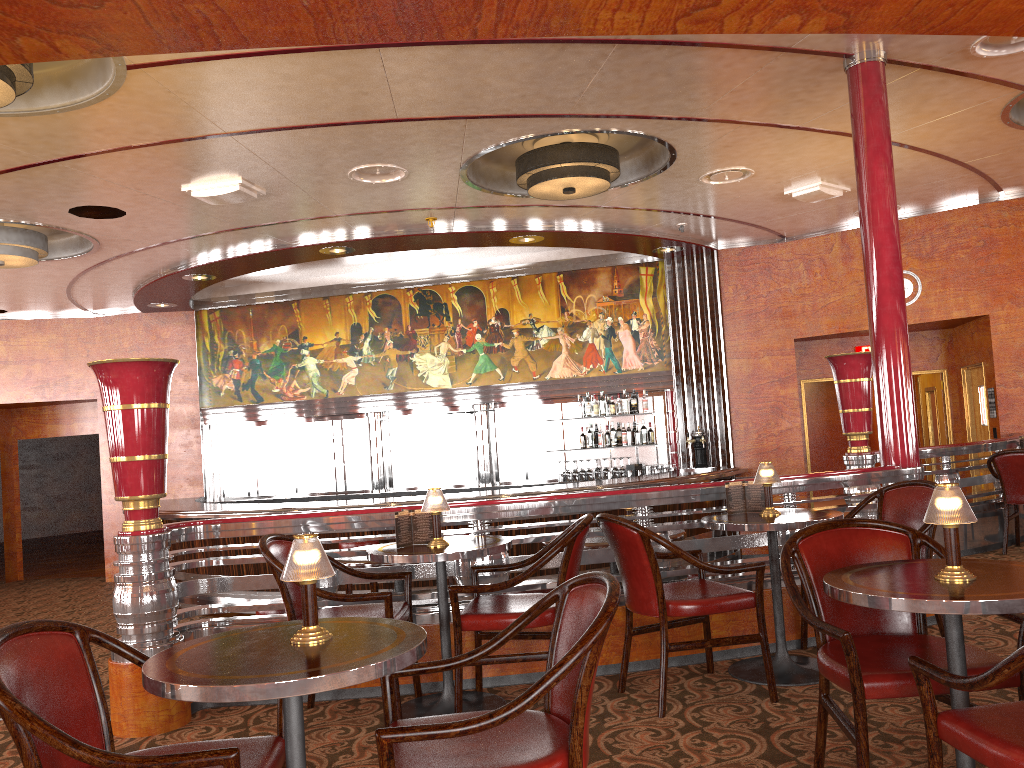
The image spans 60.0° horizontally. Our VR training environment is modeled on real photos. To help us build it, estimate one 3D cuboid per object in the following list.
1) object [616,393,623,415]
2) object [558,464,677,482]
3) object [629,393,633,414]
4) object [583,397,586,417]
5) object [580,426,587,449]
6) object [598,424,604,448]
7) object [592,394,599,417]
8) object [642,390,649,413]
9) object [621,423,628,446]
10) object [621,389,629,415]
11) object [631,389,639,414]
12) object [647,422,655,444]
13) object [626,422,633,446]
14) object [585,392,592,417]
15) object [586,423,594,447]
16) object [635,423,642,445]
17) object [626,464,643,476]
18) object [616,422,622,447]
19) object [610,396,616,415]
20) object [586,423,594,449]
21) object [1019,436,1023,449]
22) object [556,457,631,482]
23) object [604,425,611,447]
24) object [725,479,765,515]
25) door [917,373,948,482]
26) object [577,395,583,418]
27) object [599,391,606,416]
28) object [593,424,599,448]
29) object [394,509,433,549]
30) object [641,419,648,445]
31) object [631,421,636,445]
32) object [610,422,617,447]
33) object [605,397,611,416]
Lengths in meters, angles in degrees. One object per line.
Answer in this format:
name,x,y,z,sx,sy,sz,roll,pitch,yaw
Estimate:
object,1.305,0.242,10.778,0.080,0.272,0.080,-3,-3,-20
object,1.284,1.069,10.711,1.425,0.134,0.403,-5,-3,18
object,1.470,0.240,10.790,0.090,0.256,0.090,-5,-3,18
object,0.914,0.282,10.870,0.090,0.256,0.090,-6,-3,33
object,0.867,0.656,10.850,0.080,0.272,0.080,-5,-3,15
object,1.074,0.630,10.741,0.067,0.282,0.067,-3,-3,-22
object,1.009,0.260,10.742,0.080,0.272,0.080,-4,-3,5
object,1.592,0.208,10.614,0.067,0.282,0.067,-5,-3,24
object,1.343,0.605,10.627,0.067,0.282,0.067,-3,-3,-13
object,1.357,0.215,10.661,0.078,0.305,0.078,-4,-3,-7
object,1.468,0.211,10.621,0.090,0.293,0.090,-1,-4,-44
object,1.679,0.594,10.732,0.080,0.272,0.080,-4,-3,10
object,1.410,0.604,10.683,0.067,0.282,0.067,-3,-3,-27
object,0.924,0.250,10.760,0.078,0.305,0.078,-4,-3,3
object,0.957,0.634,10.860,0.078,0.305,0.206,-4,-3,8
object,1.510,0.599,10.633,0.080,0.272,0.080,-5,-3,15
object,1.441,1.040,10.589,0.169,0.156,0.195,-6,-4,37
object,1.300,0.611,10.760,0.090,0.293,0.090,-4,-3,6
object,1.217,0.261,10.699,0.070,0.238,0.070,-3,-3,-13
object,0.943,0.630,10.771,0.078,0.305,0.078,-4,-3,5
object,4.404,0.514,7.459,0.169,0.156,0.195,-4,-3,7
object,0.983,1.035,10.729,0.951,0.244,0.396,-5,-3,16
object,1.165,0.633,10.805,0.080,0.272,0.080,-5,-3,15
object,1.126,0.556,4.359,0.169,0.156,0.195,-3,-3,-18
door,5.082,0.848,10.574,0.063,1.982,0.808,-4,-3,7
object,0.822,0.270,10.782,0.067,0.282,0.067,-2,-3,-32
object,1.090,0.236,10.702,0.078,0.305,0.078,-4,-3,0
object,1.042,0.634,10.857,0.090,0.293,0.090,-3,-3,-9
object,-0.460,0.642,3.980,0.195,0.156,0.169,-2,-3,-28
object,1.588,0.579,10.663,0.078,0.305,0.078,-5,-3,25
object,1.494,0.599,10.789,0.090,0.293,0.090,-1,-4,-44
object,1.221,0.606,10.681,0.078,0.305,0.078,-2,-3,-40
object,1.147,0.271,10.777,0.068,0.235,0.212,-6,-3,32
